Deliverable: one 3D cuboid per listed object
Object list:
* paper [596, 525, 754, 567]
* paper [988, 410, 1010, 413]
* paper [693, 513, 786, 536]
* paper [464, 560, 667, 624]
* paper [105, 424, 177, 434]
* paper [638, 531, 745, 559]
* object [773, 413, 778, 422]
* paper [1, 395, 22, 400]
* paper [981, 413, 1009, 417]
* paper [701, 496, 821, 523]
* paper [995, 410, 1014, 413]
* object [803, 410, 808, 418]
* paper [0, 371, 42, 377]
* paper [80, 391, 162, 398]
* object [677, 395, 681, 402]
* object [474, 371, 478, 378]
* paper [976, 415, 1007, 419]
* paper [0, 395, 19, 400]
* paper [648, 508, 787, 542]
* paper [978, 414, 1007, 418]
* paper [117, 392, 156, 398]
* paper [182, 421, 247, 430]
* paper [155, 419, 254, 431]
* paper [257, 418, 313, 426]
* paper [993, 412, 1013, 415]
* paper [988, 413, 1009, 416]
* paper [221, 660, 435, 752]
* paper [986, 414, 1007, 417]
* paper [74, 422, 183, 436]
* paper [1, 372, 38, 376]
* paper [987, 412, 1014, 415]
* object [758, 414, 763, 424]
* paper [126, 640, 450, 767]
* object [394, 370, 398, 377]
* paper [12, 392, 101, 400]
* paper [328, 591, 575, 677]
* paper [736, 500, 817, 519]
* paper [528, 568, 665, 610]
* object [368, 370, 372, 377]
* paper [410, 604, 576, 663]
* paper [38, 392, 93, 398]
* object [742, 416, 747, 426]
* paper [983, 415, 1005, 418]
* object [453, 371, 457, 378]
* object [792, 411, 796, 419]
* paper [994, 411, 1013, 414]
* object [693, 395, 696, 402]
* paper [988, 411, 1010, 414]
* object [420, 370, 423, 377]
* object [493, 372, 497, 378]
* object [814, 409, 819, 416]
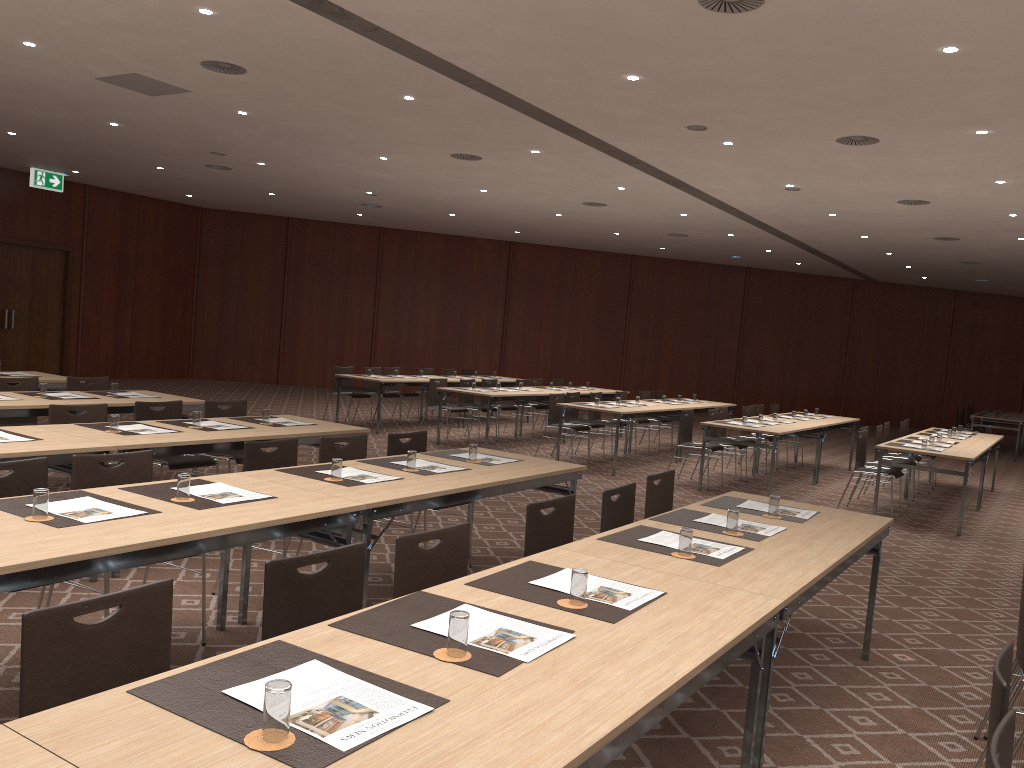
[{"bbox_3d":[0.734,0.715,3.958,0.565,0.003,0.460,7,4,33],"label":"paper"},{"bbox_3d":[11.875,0.669,21.494,0.565,0.003,0.460,7,4,31],"label":"paper"},{"bbox_3d":[1.163,0.715,4.521,0.398,0.006,0.283,7,4,33],"label":"paper"},{"bbox_3d":[0.195,0.717,3.106,0.565,0.003,0.460,7,4,31],"label":"paper"},{"bbox_3d":[-2.542,0.308,6.085,0.398,0.006,0.283,7,4,29],"label":"paper"},{"bbox_3d":[0.802,0.716,3.965,0.398,0.006,0.283,7,4,33],"label":"paper"},{"bbox_3d":[3.504,0.444,11.813,0.054,0.114,0.054,6,4,21],"label":"object"},{"bbox_3d":[-4.316,0.099,7.149,0.565,0.003,0.460,7,4,35],"label":"paper"},{"bbox_3d":[10.655,0.675,19.559,0.565,0.003,0.460,7,4,33],"label":"paper"},{"bbox_3d":[1.420,0.711,5.058,0.565,0.003,0.460,7,4,31],"label":"paper"},{"bbox_3d":[11.931,0.670,21.494,0.398,0.006,0.283,7,4,31],"label":"paper"},{"bbox_3d":[4.366,0.440,13.180,0.054,0.114,0.054,5,4,-1],"label":"object"},{"bbox_3d":[-5.298,-0.107,9.285,0.565,0.003,0.460,7,4,34],"label":"paper"},{"bbox_3d":[-3.625,0.097,8.225,0.565,0.003,0.460,7,4,32],"label":"paper"},{"bbox_3d":[2.688,0.236,14.236,0.054,0.114,0.054,5,4,-1],"label":"object"},{"bbox_3d":[-0.666,-0.174,16.383,0.054,0.114,0.054,5,4,-1],"label":"object"},{"bbox_3d":[9.970,0.680,18.440,0.565,0.003,0.460,7,4,34],"label":"paper"},{"bbox_3d":[-4.203,0.105,7.148,0.398,0.006,0.283,7,4,30],"label":"paper"},{"bbox_3d":[1.048,0.710,4.506,0.565,0.003,0.460,7,4,33],"label":"paper"},{"bbox_3d":[10.309,0.677,19.000,0.565,0.003,0.460,7,4,34],"label":"paper"},{"bbox_3d":[-3.525,0.101,8.242,0.398,0.006,0.283,7,4,33],"label":"paper"},{"bbox_3d":[-2.213,0.306,6.625,0.398,0.006,0.283,7,4,29],"label":"paper"},{"bbox_3d":[-2.282,0.304,6.611,0.565,0.003,0.460,7,4,30],"label":"paper"},{"bbox_3d":[-1.847,0.304,7.199,0.398,0.006,0.283,7,4,33],"label":"paper"},{"bbox_3d":[11.270,0.677,20.370,0.398,0.006,0.283,7,4,31],"label":"paper"},{"bbox_3d":[10.730,0.676,19.573,0.398,0.006,0.283,7,4,32],"label":"paper"},{"bbox_3d":[-0.420,0.722,2.024,0.398,0.006,0.283,7,4,35],"label":"paper"},{"bbox_3d":[10.384,0.679,19.013,0.398,0.006,0.283,7,4,32],"label":"paper"},{"bbox_3d":[-2.629,0.304,6.097,0.565,0.003,0.460,7,4,32],"label":"paper"},{"bbox_3d":[-5.216,-0.106,9.335,0.398,0.006,0.283,7,4,33],"label":"paper"},{"bbox_3d":[11.182,0.674,20.365,0.565,0.003,0.460,7,4,34],"label":"paper"},{"bbox_3d":[3.156,0.446,11.254,0.054,0.114,0.054,6,4,21],"label":"object"},{"bbox_3d":[-0.506,0.718,2.039,0.565,0.003,0.460,7,4,31],"label":"paper"},{"bbox_3d":[-1.888,-0.170,14.470,0.054,0.114,0.054,6,4,21],"label":"object"},{"bbox_3d":[-3.943,0.101,7.687,0.565,0.003,0.460,7,4,31],"label":"paper"},{"bbox_3d":[-0.168,0.715,2.595,0.565,0.003,0.460,7,4,29],"label":"paper"},{"bbox_3d":[1.512,0.714,5.062,0.398,0.006,0.283,7,4,29],"label":"paper"},{"bbox_3d":[0.299,0.720,3.135,0.398,0.006,0.283,7,4,33],"label":"paper"},{"bbox_3d":[-2.235,-0.167,13.909,0.054,0.114,0.054,6,4,21],"label":"object"},{"bbox_3d":[-0.053,0.721,2.593,0.398,0.006,0.283,7,4,31],"label":"paper"},{"bbox_3d":[-3.893,0.099,7.730,0.398,0.006,0.283,7,4,29],"label":"paper"},{"bbox_3d":[2.810,0.447,10.714,0.054,0.114,0.054,6,4,21],"label":"object"},{"bbox_3d":[10.032,0.679,18.476,0.398,0.006,0.283,7,4,34],"label":"paper"},{"bbox_3d":[-1.019,-0.173,15.831,0.054,0.114,0.054,5,4,-1],"label":"object"},{"bbox_3d":[4.016,0.441,12.630,0.054,0.114,0.054,5,4,-1],"label":"object"},{"bbox_3d":[11.603,0.673,20.943,0.398,0.006,0.283,7,4,31],"label":"paper"},{"bbox_3d":[3.042,0.235,14.781,0.054,0.114,0.054,5,4,-1],"label":"object"},{"bbox_3d":[11.516,0.669,20.956,0.565,0.003,0.460,7,4,30],"label":"paper"},{"bbox_3d":[-1.533,-0.170,15.010,0.054,0.114,0.054,6,4,21],"label":"object"},{"bbox_3d":[-0.324,-0.176,16.929,0.054,0.114,0.054,5,4,-1],"label":"object"},{"bbox_3d":[4.714,0.439,13.723,0.054,0.114,0.054,5,4,-1],"label":"object"}]
